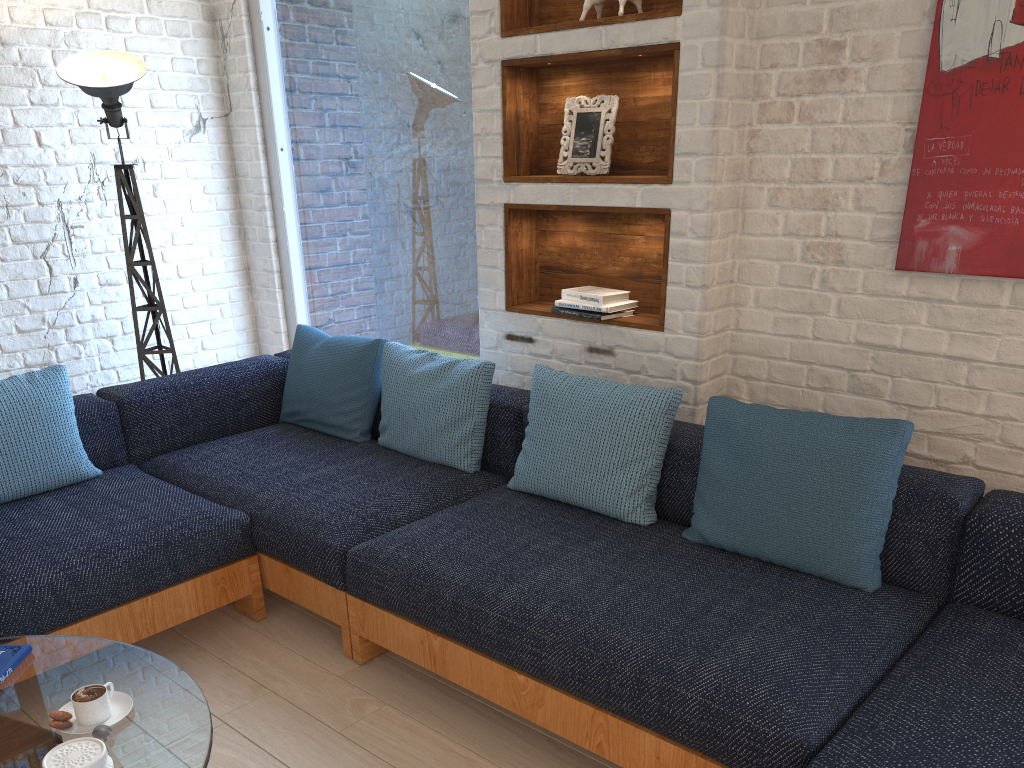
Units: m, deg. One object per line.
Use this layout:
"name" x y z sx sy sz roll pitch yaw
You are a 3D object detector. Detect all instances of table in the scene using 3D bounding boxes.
"table" -0.841 0.970 1.390 1.046 0.474 1.777 -16 21 -41

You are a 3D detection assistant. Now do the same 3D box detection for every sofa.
"sofa" -0.125 0.608 2.255 3.857 0.702 2.008 12 20 39

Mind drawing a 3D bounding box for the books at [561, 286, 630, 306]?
"books" 0.289 -0.306 3.015 0.129 0.036 0.199 -13 19 -37

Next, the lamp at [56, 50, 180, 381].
"lamp" -1.341 -0.407 3.748 0.867 1.955 0.475 4 23 13

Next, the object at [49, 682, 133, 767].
"object" -0.788 0.649 1.702 0.266 0.061 0.148 9 19 32

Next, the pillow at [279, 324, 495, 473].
"pillow" -0.514 0.037 3.330 1.081 0.424 0.234 12 24 37

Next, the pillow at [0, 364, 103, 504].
"pillow" -1.666 0.178 2.844 0.218 0.433 0.536 17 25 39

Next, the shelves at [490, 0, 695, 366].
"shelves" 0.286 -0.830 2.834 0.750 1.512 0.184 16 28 37

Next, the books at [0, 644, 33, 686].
"books" -1.166 0.628 1.869 0.162 0.024 0.218 -1 15 0

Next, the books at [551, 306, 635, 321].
"books" 0.279 -0.253 3.034 0.158 0.018 0.243 -13 19 -37

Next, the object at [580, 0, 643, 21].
"object" 0.311 -1.231 2.631 0.109 0.257 0.209 -19 26 -38

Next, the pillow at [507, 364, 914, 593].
"pillow" 0.491 0.218 2.490 1.183 0.443 0.245 12 24 38

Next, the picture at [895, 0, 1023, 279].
"picture" 1.341 -0.732 2.007 0.726 1.017 0.018 15 27 37

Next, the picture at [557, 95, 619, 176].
"picture" 0.255 -0.819 2.880 0.190 0.259 0.097 11 25 30

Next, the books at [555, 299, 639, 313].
"books" 0.293 -0.279 3.020 0.230 0.020 0.165 13 20 41

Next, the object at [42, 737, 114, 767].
"object" -0.736 0.676 1.488 0.106 0.114 0.103 -13 22 -30
